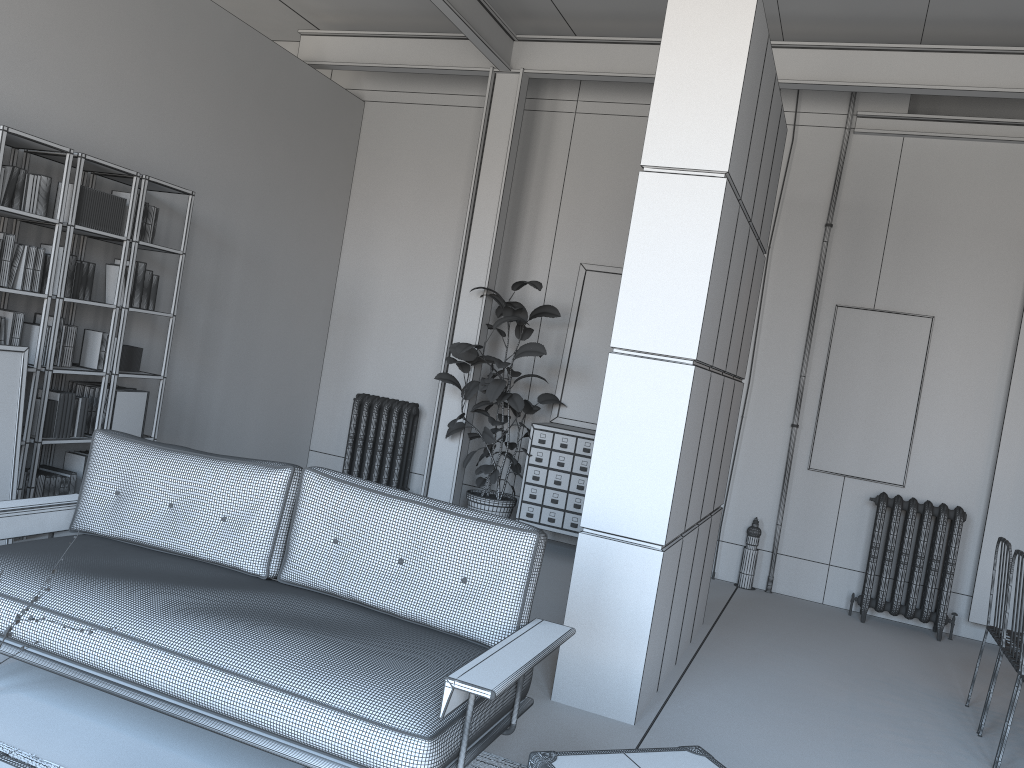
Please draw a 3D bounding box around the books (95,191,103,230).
[{"bbox_3d":[-2.556,-1.053,5.345,0.182,0.240,0.016,10,1,21],"label":"books"}]

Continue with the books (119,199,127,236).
[{"bbox_3d":[-2.490,-1.047,5.522,0.182,0.240,0.016,10,1,21],"label":"books"}]

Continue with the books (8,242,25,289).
[{"bbox_3d":[-2.851,-0.669,4.970,0.193,0.267,0.084,10,1,22],"label":"books"}]

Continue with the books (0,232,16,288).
[{"bbox_3d":[-2.873,-0.694,4.900,0.222,0.303,0.071,10,1,21],"label":"books"}]

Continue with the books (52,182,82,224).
[{"bbox_3d":[-2.611,-1.059,5.198,0.182,0.240,0.016,10,1,21],"label":"books"}]

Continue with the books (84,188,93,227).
[{"bbox_3d":[-2.583,-1.056,5.272,0.182,0.240,0.016,10,1,21],"label":"books"}]

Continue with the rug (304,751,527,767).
[{"bbox_3d":[0.304,1.495,2.165,2.524,0.007,1.961,10,1,21],"label":"rug"}]

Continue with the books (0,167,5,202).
[{"bbox_3d":[-2.840,-1.076,4.817,0.161,0.222,0.039,10,1,21],"label":"books"}]

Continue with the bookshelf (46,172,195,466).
[{"bbox_3d":[-2.611,-0.218,5.879,0.455,2.276,0.455,10,1,21],"label":"bookshelf"}]

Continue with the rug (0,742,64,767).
[{"bbox_3d":[-2.525,1.028,2.139,2.524,0.007,1.961,10,1,21],"label":"rug"}]

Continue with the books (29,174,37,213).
[{"bbox_3d":[-2.770,-1.073,5.005,0.187,0.232,0.023,10,1,21],"label":"books"}]

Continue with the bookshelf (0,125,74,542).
[{"bbox_3d":[-2.963,-0.254,4.936,0.455,2.276,0.455,10,1,21],"label":"bookshelf"}]

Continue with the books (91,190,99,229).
[{"bbox_3d":[-2.567,-1.055,5.316,0.182,0.240,0.016,10,1,21],"label":"books"}]

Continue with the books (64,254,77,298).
[{"bbox_3d":[-2.757,-0.663,5.382,0.195,0.266,0.091,10,1,21],"label":"books"}]

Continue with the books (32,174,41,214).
[{"bbox_3d":[-2.761,-1.075,5.028,0.180,0.238,0.027,10,1,21],"label":"books"}]

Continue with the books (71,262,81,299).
[{"bbox_3d":[-2.718,-0.637,5.427,0.165,0.227,0.022,10,1,21],"label":"books"}]

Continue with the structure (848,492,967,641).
[{"bbox_3d":[2.974,1.353,6.618,0.733,1.007,0.328,10,1,21],"label":"structure"}]

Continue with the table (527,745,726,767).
[{"bbox_3d":[0.463,1.357,2.560,0.706,0.330,0.667,9,1,-24],"label":"table"}]

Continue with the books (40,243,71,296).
[{"bbox_3d":[-2.746,-0.681,5.305,0.224,0.304,0.038,10,1,21],"label":"books"}]

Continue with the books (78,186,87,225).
[{"bbox_3d":[-2.600,-1.058,5.228,0.182,0.240,0.016,10,1,21],"label":"books"}]

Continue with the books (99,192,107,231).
[{"bbox_3d":[-2.545,-1.052,5.375,0.182,0.240,0.016,10,1,21],"label":"books"}]

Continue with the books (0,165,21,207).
[{"bbox_3d":[-2.801,-1.082,4.865,0.178,0.244,0.077,10,1,19],"label":"books"}]

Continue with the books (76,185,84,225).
[{"bbox_3d":[-2.605,-1.059,5.213,0.182,0.240,0.016,10,1,21],"label":"books"}]

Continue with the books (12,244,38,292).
[{"bbox_3d":[-2.806,-0.665,5.030,0.193,0.265,0.062,10,1,21],"label":"books"}]

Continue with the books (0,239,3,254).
[{"bbox_3d":[-2.889,-0.673,4.809,0.193,0.265,0.091,10,1,21],"label":"books"}]

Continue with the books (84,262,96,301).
[{"bbox_3d":[-2.703,-0.647,5.554,0.180,0.244,0.057,10,1,21],"label":"books"}]

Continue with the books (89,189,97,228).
[{"bbox_3d":[-2.572,-1.055,5.301,0.182,0.240,0.016,10,1,21],"label":"books"}]

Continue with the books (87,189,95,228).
[{"bbox_3d":[-2.578,-1.056,5.286,0.182,0.240,0.016,10,1,21],"label":"books"}]

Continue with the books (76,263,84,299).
[{"bbox_3d":[-2.711,-0.636,5.448,0.165,0.227,0.022,10,1,21],"label":"books"}]

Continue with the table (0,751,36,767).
[{"bbox_3d":[-1.153,1.107,1.815,0.706,0.330,0.667,10,1,21],"label":"table"}]

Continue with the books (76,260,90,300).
[{"bbox_3d":[-2.714,-0.647,5.495,0.180,0.244,0.057,10,1,21],"label":"books"}]

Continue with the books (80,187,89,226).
[{"bbox_3d":[-2.594,-1.057,5.242,0.182,0.240,0.016,10,1,21],"label":"books"}]

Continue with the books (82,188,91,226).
[{"bbox_3d":[-2.589,-1.057,5.257,0.182,0.240,0.016,10,1,21],"label":"books"}]

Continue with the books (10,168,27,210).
[{"bbox_3d":[-2.796,-1.083,4.933,0.178,0.242,0.057,10,1,21],"label":"books"}]

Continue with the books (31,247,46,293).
[{"bbox_3d":[-2.795,-0.664,5.095,0.193,0.265,0.062,10,1,21],"label":"books"}]

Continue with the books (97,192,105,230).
[{"bbox_3d":[-2.550,-1.053,5.360,0.182,0.240,0.016,10,1,21],"label":"books"}]

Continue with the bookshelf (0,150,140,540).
[{"bbox_3d":[-2.789,-0.237,5.419,0.455,2.276,0.455,10,1,21],"label":"bookshelf"}]

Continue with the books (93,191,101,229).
[{"bbox_3d":[-2.561,-1.054,5.331,0.182,0.240,0.016,10,1,21],"label":"books"}]

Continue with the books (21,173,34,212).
[{"bbox_3d":[-2.780,-1.072,4.977,0.196,0.229,0.035,10,1,21],"label":"books"}]

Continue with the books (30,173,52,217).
[{"bbox_3d":[-2.741,-1.078,5.080,0.178,0.242,0.083,10,1,21],"label":"books"}]

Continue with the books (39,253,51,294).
[{"bbox_3d":[-2.810,-0.658,5.268,0.180,0.244,0.057,10,1,21],"label":"books"}]
